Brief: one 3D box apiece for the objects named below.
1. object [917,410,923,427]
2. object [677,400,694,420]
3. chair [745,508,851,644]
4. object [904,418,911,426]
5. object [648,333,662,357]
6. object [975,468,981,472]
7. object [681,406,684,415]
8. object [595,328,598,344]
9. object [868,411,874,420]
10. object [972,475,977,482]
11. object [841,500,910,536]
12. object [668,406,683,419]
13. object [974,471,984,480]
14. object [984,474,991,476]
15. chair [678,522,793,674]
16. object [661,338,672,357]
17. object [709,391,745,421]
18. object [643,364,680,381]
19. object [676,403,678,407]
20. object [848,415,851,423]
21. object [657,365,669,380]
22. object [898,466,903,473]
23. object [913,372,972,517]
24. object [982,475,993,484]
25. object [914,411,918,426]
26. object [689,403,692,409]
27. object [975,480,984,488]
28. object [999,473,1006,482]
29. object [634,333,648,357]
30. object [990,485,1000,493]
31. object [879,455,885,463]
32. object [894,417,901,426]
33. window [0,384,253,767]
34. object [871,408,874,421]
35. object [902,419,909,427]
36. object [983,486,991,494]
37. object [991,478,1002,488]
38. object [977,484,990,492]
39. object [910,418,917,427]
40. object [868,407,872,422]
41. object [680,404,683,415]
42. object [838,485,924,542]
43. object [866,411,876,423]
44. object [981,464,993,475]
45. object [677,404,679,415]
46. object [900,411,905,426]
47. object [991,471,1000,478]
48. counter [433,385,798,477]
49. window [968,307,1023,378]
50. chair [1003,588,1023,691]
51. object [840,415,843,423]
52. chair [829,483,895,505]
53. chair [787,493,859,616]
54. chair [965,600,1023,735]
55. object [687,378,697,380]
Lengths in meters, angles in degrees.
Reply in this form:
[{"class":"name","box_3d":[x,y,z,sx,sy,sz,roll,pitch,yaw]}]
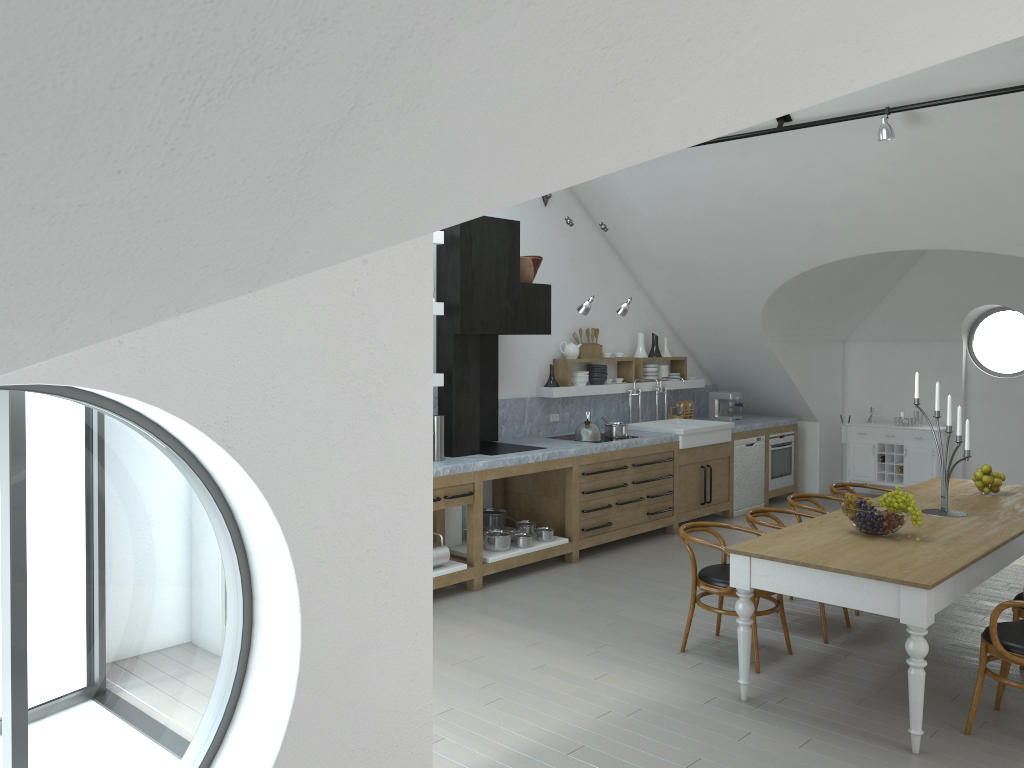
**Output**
[{"class":"object","box_3d":[4.632,0.395,10.055,0.063,0.187,0.063,1,1,28]},{"class":"object","box_3d":[1.988,0.303,10.174,0.104,0.223,0.200,1,2,43]},{"class":"chair","box_3d":[1.848,1.225,5.831,0.621,0.734,0.527,2,2,40]},{"class":"object","box_3d":[4.547,0.437,10.160,0.094,0.093,0.093,1,2,31]},{"class":"object","box_3d":[1.577,-0.430,9.774,0.156,0.268,0.156,-1,2,-43]},{"class":"object","box_3d":[3.325,0.625,6.293,0.062,0.059,0.062,2,3,44]},{"class":"object","box_3d":[1.917,0.331,10.020,0.044,0.178,0.019,1,1,28]},{"class":"object","box_3d":[0.868,-0.421,9.060,0.030,0.294,0.057,1,2,43]},{"class":"object","box_3d":[4.283,0.378,10.562,0.029,0.137,0.097,-1,2,-44]},{"class":"object","box_3d":[3.294,0.670,6.278,0.062,0.059,0.062,-2,3,-43]},{"class":"object","box_3d":[2.020,0.758,4.924,0.360,0.159,0.360,1,3,23]},{"class":"object","box_3d":[1.845,0.337,10.005,0.100,0.171,0.173,2,2,45]},{"class":"object","box_3d":[3.278,0.644,6.221,0.066,0.071,0.072,1,2,12]},{"class":"object","box_3d":[3.347,0.643,6.246,0.053,0.050,0.053,1,2,14]},{"class":"chair","box_3d":[1.310,1.247,5.343,0.621,0.734,0.527,2,2,43]},{"class":"object","box_3d":[1.724,-0.413,9.945,0.156,0.218,0.156,1,2,24]},{"class":"object","box_3d":[2.533,0.257,10.292,0.387,0.320,0.324,2,3,43]},{"class":"object","box_3d":[1.644,-0.128,9.830,0.198,0.196,0.657,2,3,43]},{"class":"object","box_3d":[1.879,0.317,10.039,0.040,0.192,0.042,0,1,-9]},{"class":"object","box_3d":[3.984,0.501,10.499,0.029,0.268,0.088,0,1,-20]},{"class":"object","box_3d":[1.662,-0.129,9.814,0.158,0.160,0.154,0,2,-19]},{"class":"object","box_3d":[4.470,0.972,10.110,0.082,0.083,0.317,2,3,43]},{"class":"object","box_3d":[2.722,0.369,5.596,0.265,0.874,0.775,1,2,17]},{"class":"object","box_3d":[3.300,0.665,6.152,0.071,0.064,0.072,2,3,36]},{"class":"object","box_3d":[4.611,0.396,10.116,0.054,0.179,0.054,1,1,20]},{"class":"object","box_3d":[2.040,0.311,10.173,0.040,0.192,0.042,0,1,3]},{"class":"object","box_3d":[3.270,0.700,6.199,0.060,0.056,0.059,2,3,38]},{"class":"object","box_3d":[3.422,0.654,6.205,0.063,0.063,0.062,0,2,5]},{"class":"object","box_3d":[1.395,-0.421,9.584,0.156,0.268,0.156,1,2,32]},{"class":"object","box_3d":[3.381,0.731,6.205,0.064,0.063,0.063,-1,2,-36]},{"class":"object","box_3d":[4.299,0.864,10.217,0.082,0.085,0.317,2,3,44]},{"class":"object","box_3d":[4.399,0.432,10.122,0.082,0.105,0.082,-1,2,-34]},{"class":"window","box_3d":[-1.331,0.712,2.215,0.104,1.469,1.471,1,2,43]},{"class":"object","box_3d":[4.286,0.366,10.535,0.024,0.164,0.039,-1,1,-34]},{"class":"object","box_3d":[4.481,0.444,10.095,0.077,0.085,0.077,1,2,31]},{"class":"object","box_3d":[3.314,0.740,6.184,0.051,0.050,0.050,-2,3,-43]},{"class":"object","box_3d":[3.362,0.685,6.151,0.071,0.072,0.070,0,2,8]},{"class":"object","box_3d":[3.323,0.722,6.251,0.080,0.074,0.078,0,2,-2]},{"class":"object","box_3d":[4.560,0.439,10.069,0.071,0.098,0.071,-1,2,-24]},{"class":"object","box_3d":[4.273,0.362,10.567,0.039,0.175,0.054,1,2,43]},{"class":"object","box_3d":[1.915,0.319,10.006,0.040,0.192,0.042,0,1,-10]},{"class":"object","box_3d":[2.029,0.696,4.895,0.394,0.284,0.292,0,2,7]},{"class":"object","box_3d":[4.276,0.398,10.557,0.101,0.137,0.067,2,2,43]},{"class":"object","box_3d":[3.327,0.597,6.212,0.072,0.074,0.072,2,3,43]},{"class":"object","box_3d":[1.878,0.321,10.012,0.019,0.196,0.022,1,1,31]},{"class":"object","box_3d":[4.472,0.399,10.160,0.048,0.169,0.048,1,1,31]},{"class":"object","box_3d":[3.370,0.638,6.182,0.053,0.057,0.058,-1,2,-32]},{"class":"counter","box_3d":[0.892,0.245,8.525,0.962,0.619,6.578,2,3,43]},{"class":"window","box_3d":[5.596,-0.473,10.019,0.900,0.899,0.060,2,2,43]},{"class":"chair","box_3d":[2.988,1.283,4.700,0.621,0.734,0.527,2,2,43]},{"class":"object","box_3d":[3.944,0.499,10.536,0.088,0.268,0.029,1,1,16]},{"class":"chair","box_3d":[2.802,1.174,6.926,0.621,0.734,0.527,2,2,40]},{"class":"chair","box_3d":[2.301,1.198,6.404,0.527,0.734,0.621,-1,2,-44]},{"class":"chair","box_3d":[2.522,1.309,4.141,0.527,0.734,0.621,-1,2,-44]},{"class":"object","box_3d":[2.042,-0.058,10.274,0.213,0.025,0.213,2,3,30]}]
